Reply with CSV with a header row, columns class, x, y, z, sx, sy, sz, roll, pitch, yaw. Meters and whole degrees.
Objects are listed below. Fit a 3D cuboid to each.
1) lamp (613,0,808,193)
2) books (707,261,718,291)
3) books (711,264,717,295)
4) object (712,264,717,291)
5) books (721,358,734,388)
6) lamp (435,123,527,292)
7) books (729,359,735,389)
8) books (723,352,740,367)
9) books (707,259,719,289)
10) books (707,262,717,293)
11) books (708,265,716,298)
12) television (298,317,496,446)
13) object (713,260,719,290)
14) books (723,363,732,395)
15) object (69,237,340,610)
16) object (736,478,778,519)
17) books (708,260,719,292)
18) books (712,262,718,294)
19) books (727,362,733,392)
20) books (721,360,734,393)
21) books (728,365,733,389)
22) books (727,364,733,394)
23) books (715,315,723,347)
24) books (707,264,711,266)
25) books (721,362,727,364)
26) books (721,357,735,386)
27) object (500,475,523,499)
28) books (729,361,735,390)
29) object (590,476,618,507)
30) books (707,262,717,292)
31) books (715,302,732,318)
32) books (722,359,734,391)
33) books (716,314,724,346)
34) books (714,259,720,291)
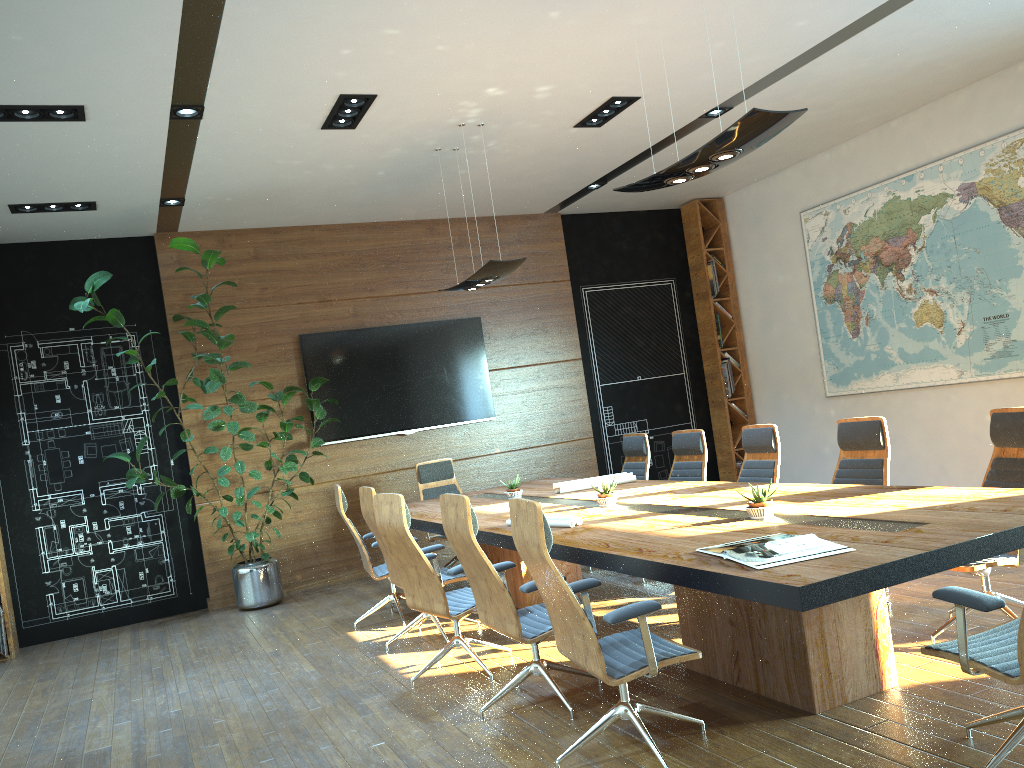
class,x,y,z,sx,sy,sz,roll,pitch,yaw
lamp,0.846,-1.645,4.351,0.339,1.200,1.200,-9,0,-24
books,-1.216,-0.791,9.284,7.923,0.398,0.392,-8,-1,-24
books,-1.213,-0.760,9.288,7.875,0.383,0.401,-8,-1,-24
object,-1.218,-0.780,9.293,7.903,0.397,0.399,-8,-1,-24
books,-1.039,0.393,9.300,7.987,0.401,0.387,-8,-1,-24
lamp,3.248,-0.863,0.155,9.368,3.709,16.727,-8,-2,-24
books,-1.041,0.391,9.303,8.012,0.381,0.397,-8,-1,-24
books,-1.058,0.216,9.281,8.400,0.208,0.176,-8,-1,-24
books,-1.221,-0.813,9.289,7.972,0.393,0.398,-8,-1,-24
books,-1.216,-0.771,9.291,7.885,0.397,0.399,-8,-1,-24
books,-1.211,-0.750,9.287,7.845,0.390,0.399,-8,-1,-24
television,-1.194,-0.040,9.510,2.025,1.181,0.075,-8,1,-24
object,-1.222,-0.807,9.293,7.964,0.390,0.398,-8,-1,-24
books,-1.036,0.442,9.309,7.896,0.397,0.398,-8,-1,-24
object,-2.777,0.468,8.360,1.684,3.369,2.032,-8,0,18
object,1.206,0.557,4.324,0.153,0.188,0.177,-9,0,41
books,-1.219,-0.802,9.287,7.947,0.396,0.398,-8,-1,-24
books,-1.214,-0.778,9.285,7.913,0.382,0.397,-8,-1,-24
books,-1.037,0.423,9.305,7.940,0.390,0.399,-8,-1,-24
books,-1.038,0.407,9.301,7.957,0.404,0.392,-8,-1,-24
books,-1.038,0.423,9.307,7.948,0.383,0.401,-8,-1,-24
books,-1.035,0.434,9.306,7.923,0.383,0.401,-8,-1,-24
books,-1.124,-0.144,9.304,7.850,0.390,0.398,-8,-1,-24
books,-1.214,-0.756,9.293,7.854,0.398,0.399,-8,-1,-24
books,-1.039,0.426,9.311,7.932,0.397,0.399,-8,-1,-24
books,-1.042,0.379,9.302,8.021,0.398,0.392,-8,-1,-24
object,0.004,0.822,7.079,0.152,0.188,0.178,-8,0,-36
books,-1.042,0.392,9.305,8.004,0.388,0.391,-8,-1,-24
object,0.602,0.690,5.716,0.153,0.188,0.177,-9,0,16
books,-1.218,-0.778,9.294,7.894,0.399,0.399,-8,-1,-24
books,-1.166,-0.392,9.312,8.396,0.231,0.239,-8,-1,-24
books,-1.039,0.401,9.302,7.979,0.397,0.388,-8,-1,-24
books,-1.123,-0.153,9.297,7.864,0.396,0.398,-8,-1,-24
books,-1.220,-0.816,9.286,7.980,0.390,0.398,-8,-1,-24
